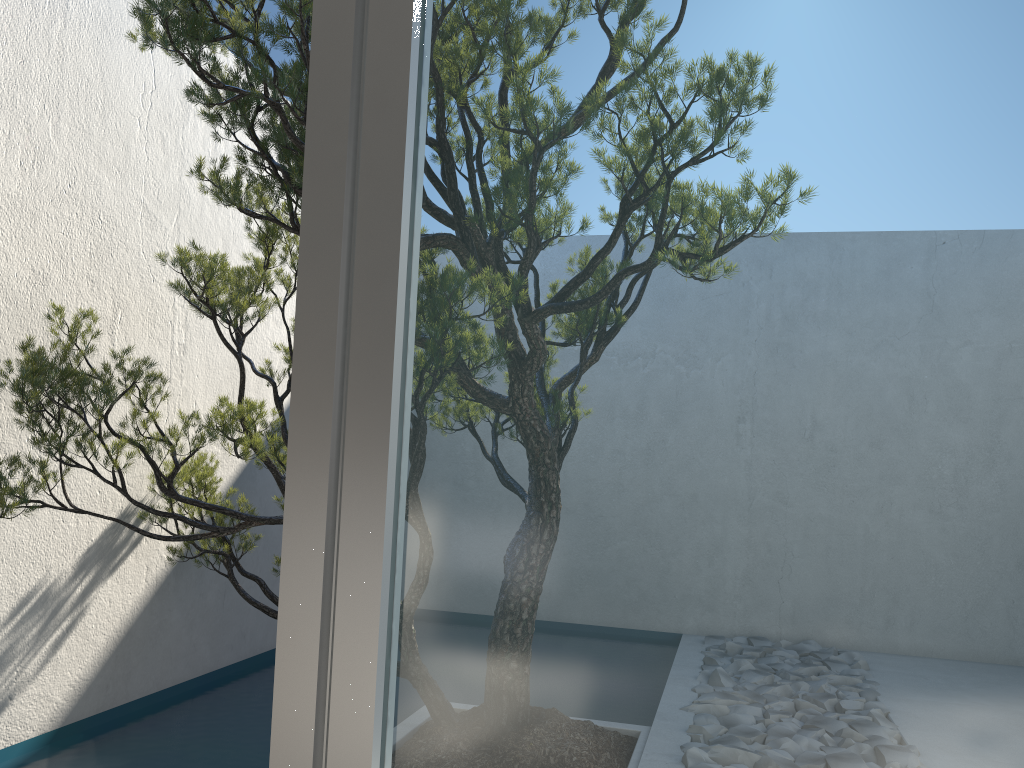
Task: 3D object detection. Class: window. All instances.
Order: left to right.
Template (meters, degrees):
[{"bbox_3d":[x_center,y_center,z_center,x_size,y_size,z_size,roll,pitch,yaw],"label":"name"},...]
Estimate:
[{"bbox_3d":[0.850,-0.363,0.130,1.884,2.995,0.022,2,-1,14],"label":"window"}]

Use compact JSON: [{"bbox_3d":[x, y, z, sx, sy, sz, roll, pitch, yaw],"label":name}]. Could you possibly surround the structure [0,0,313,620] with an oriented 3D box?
[{"bbox_3d":[-0.288,-0.108,3.308,2.585,3.461,2.528,3,-3,8],"label":"structure"}]
